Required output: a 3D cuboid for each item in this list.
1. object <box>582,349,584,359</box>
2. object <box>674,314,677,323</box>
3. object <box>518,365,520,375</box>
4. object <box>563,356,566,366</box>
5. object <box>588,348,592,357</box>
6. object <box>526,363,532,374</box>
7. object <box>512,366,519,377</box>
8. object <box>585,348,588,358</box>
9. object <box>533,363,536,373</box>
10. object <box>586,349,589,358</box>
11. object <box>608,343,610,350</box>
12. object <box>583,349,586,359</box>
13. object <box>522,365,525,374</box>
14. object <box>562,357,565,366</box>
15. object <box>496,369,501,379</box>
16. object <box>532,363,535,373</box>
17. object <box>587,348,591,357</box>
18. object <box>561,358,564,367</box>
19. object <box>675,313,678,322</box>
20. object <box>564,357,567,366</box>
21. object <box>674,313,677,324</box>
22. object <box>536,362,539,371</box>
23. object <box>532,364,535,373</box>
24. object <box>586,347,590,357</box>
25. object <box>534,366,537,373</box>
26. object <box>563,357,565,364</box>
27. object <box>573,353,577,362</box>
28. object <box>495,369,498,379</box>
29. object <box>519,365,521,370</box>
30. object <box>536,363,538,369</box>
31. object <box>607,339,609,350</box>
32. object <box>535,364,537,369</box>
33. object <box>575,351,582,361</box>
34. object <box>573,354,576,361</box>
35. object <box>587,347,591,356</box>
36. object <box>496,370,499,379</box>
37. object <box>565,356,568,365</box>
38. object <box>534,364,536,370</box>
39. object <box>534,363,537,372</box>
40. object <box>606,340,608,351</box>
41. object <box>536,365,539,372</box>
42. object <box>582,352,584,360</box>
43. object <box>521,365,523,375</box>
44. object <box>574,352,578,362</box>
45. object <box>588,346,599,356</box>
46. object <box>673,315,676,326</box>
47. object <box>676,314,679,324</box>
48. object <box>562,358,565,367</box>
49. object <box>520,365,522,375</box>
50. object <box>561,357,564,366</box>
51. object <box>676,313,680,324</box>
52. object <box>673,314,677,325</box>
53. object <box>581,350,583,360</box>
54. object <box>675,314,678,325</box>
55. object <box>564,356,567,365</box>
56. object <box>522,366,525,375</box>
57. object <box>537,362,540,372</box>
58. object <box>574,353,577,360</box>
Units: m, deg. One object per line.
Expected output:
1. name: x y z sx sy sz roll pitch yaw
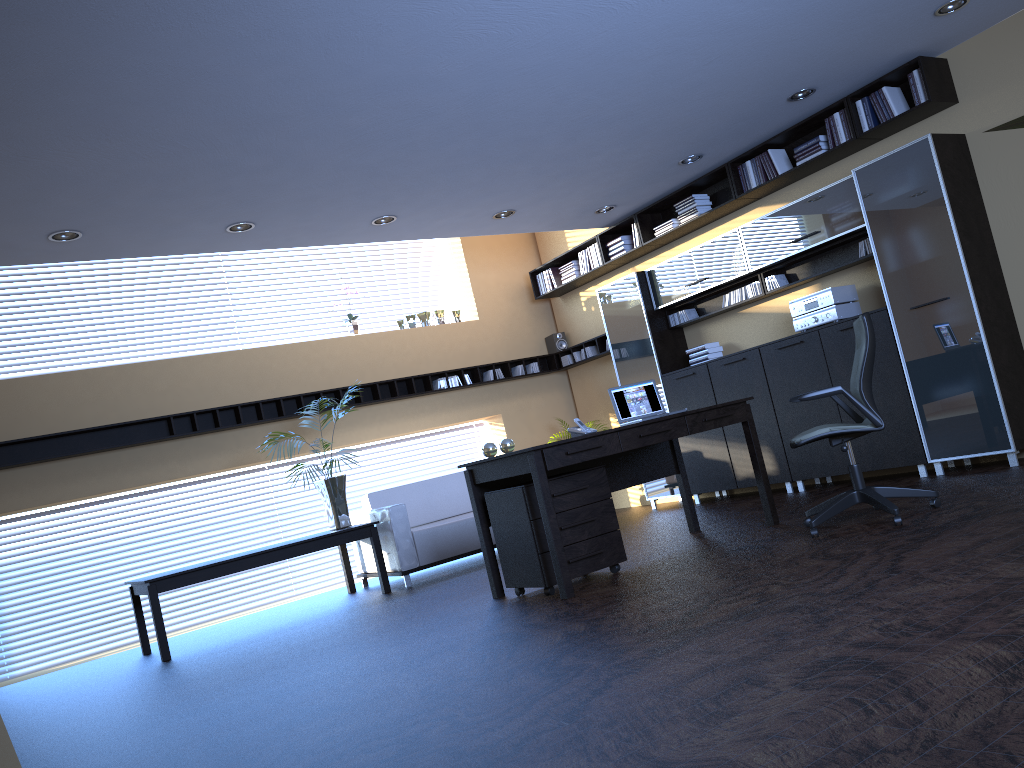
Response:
1. object: 0.879 -0.354 10.275 0.142 0.120 0.030 -11 -4 -34
2. object: 1.705 -0.662 8.961 0.140 0.118 0.006 -11 -4 -33
3. object: 0.049 -0.145 10.423 0.030 0.120 0.143 -11 -5 -34
4. object: 0.685 -0.282 10.582 0.142 0.120 0.009 -11 -4 -34
5. object: 0.946 -0.378 10.169 0.142 0.120 0.030 -11 -4 -34
6. object: 0.198 -0.171 10.515 0.040 0.118 0.143 -11 -5 -34
7. object: 0.038 -0.142 10.413 0.040 0.118 0.143 -11 -5 -34
8. object: 0.913 -0.367 10.221 0.142 0.120 0.009 -11 -4 -34
9. object: 0.227 -0.178 10.533 0.009 0.120 0.143 -11 -5 -34
10. object: 0.918 -0.369 10.212 0.142 0.120 0.009 -11 -4 -34
11. object: 1.130 -0.447 9.878 0.142 0.120 0.030 -11 -4 -34
12. object: 0.890 -0.358 10.258 0.142 0.120 0.030 -11 -4 -34
13. object: 0.100 -0.155 10.456 0.009 0.120 0.143 -11 -5 -34
14. object: 0.674 -0.278 10.600 0.142 0.120 0.009 -11 -4 -34
15. object: -0.190 -0.103 10.257 0.030 0.120 0.143 -11 -5 -34
16. object: 0.215 -0.175 10.533 0.009 0.120 0.143 -11 -5 -34
17. object: 0.935 -0.374 10.186 0.142 0.120 0.030 -11 -4 -34
18. object: 0.657 -0.272 10.625 0.142 0.120 0.009 -11 -4 -34
19. object: 1.715 -0.666 8.944 0.140 0.118 0.006 -11 -4 -34
20. object: 0.690 -0.284 10.573 0.142 0.120 0.009 -11 -4 -34
21. object: 1.706 -0.662 8.963 0.142 0.120 0.009 -11 -4 -33
22. object: 0.270 -0.186 10.559 0.009 0.120 0.143 -11 -5 -33
23. object: 0.215 -0.175 10.532 0.006 0.118 0.140 -11 -5 -34
24. object: 0.929 -0.372 10.195 0.142 0.120 0.030 -11 -4 -34
25. object: 0.236 -0.180 10.538 0.009 0.120 0.143 -11 -5 -34
26. object: 0.679 -0.280 10.590 0.142 0.120 0.009 -11 -4 -34
27. object: 0.796 -0.323 10.407 0.142 0.120 0.030 -11 -4 -34
28. object: -0.215 -0.099 10.240 0.006 0.118 0.140 -11 -5 -34
29. object: 0.059 -0.147 10.426 0.030 0.120 0.143 -11 -5 -34
30. object: 0.262 -0.184 10.553 0.006 0.118 0.140 -11 -5 -34
31. object: 1.124 -0.445 9.886 0.142 0.120 0.030 -11 -4 -34
32. object: 0.249 -0.181 10.554 0.006 0.118 0.140 -11 -5 -34
33. object: 0.815 -0.329 10.377 0.142 0.118 0.040 -11 -4 -34
34. object: 0.790 -0.321 10.415 0.142 0.120 0.030 -11 -4 -34
35. object: 0.940 -0.376 10.178 0.142 0.120 0.030 -11 -4 -34
36. object: -0.207 -0.100 10.246 0.009 0.120 0.143 -11 -5 -34
37. object: 0.706 -0.290 10.548 0.142 0.120 0.009 -11 -4 -34
38. object: 0.237 -0.180 10.536 0.006 0.118 0.140 -11 -5 -34
39. object: 0.244 -0.181 10.543 0.009 0.120 0.143 -11 -5 -34
40. object: 1.111 -0.439 9.908 0.142 0.118 0.040 -11 -4 -34
41. object: 0.261 -0.184 10.554 0.009 0.120 0.143 -11 -5 -34
42. object: 0.873 -0.351 10.284 0.142 0.120 0.030 -11 -4 -34
43. object: 0.078 -0.151 10.434 0.030 0.120 0.143 -11 -5 -34
44. object: 0.806 -0.327 10.389 0.142 0.120 0.030 -11 -4 -34
45. object: 0.954 -0.380 10.156 0.142 0.118 0.040 -11 -4 -34
46. object: 1.696 -0.658 8.979 0.142 0.120 0.009 -10 -4 -34
47. object: 1.716 -0.666 8.945 0.142 0.120 0.009 -11 -4 -33
48. object: 0.668 -0.276 10.608 0.142 0.120 0.009 -11 -4 -34
49. object: 0.068 -0.149 10.430 0.030 0.120 0.143 -11 -5 -34
50. object: 0.663 -0.274 10.617 0.142 0.120 0.009 -11 -4 -34
51. object: 1.724 -0.668 8.939 0.142 0.120 0.009 -11 -4 -33
52. object: 1.700 -0.660 8.970 0.142 0.120 0.009 -10 -4 -34
53. object: 0.866 -0.348 10.296 0.142 0.118 0.040 -11 -4 -34
54. object: 1.709 -0.664 8.952 0.140 0.118 0.006 -11 -4 -33
55. object: 0.695 -0.286 10.565 0.142 0.120 0.009 -11 -4 -34
56. object: 0.094 -0.154 10.448 0.009 0.120 0.143 -11 -5 -34
57. object: 0.275 -0.186 10.571 0.009 0.120 0.143 -11 -5 -34
58. object: 0.801 -0.325 10.398 0.142 0.120 0.030 -11 -4 -34
